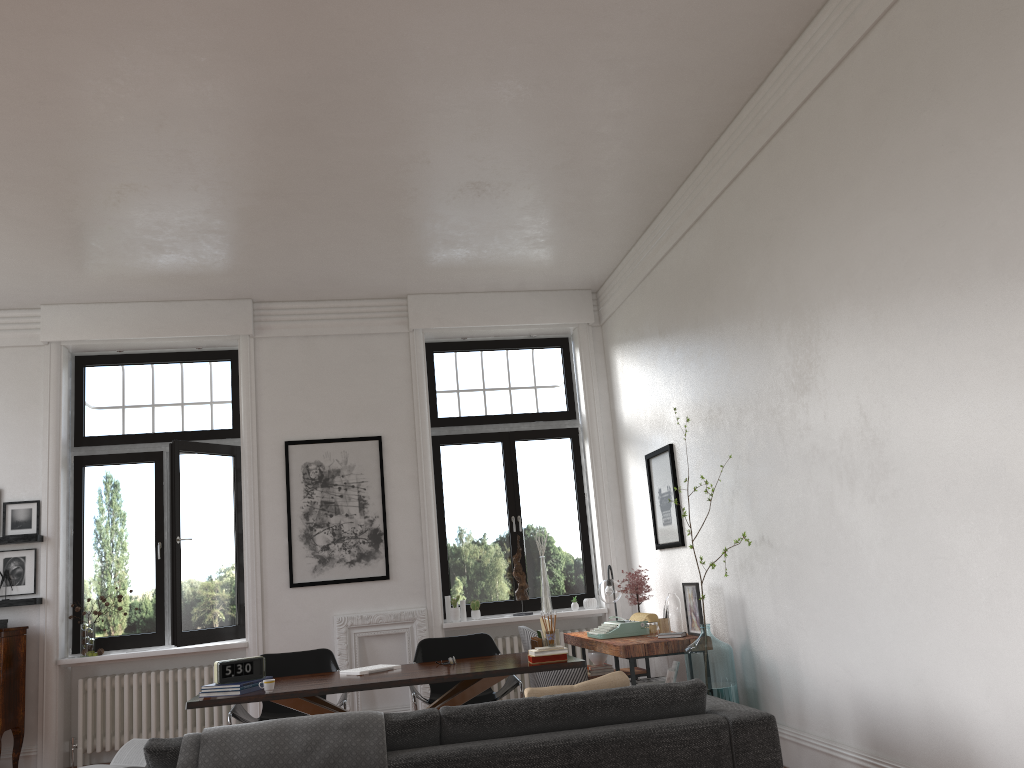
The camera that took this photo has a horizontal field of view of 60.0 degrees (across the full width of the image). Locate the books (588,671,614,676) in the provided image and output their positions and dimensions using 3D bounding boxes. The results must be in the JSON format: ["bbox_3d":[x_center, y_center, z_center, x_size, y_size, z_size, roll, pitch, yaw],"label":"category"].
[{"bbox_3d":[0.730,2.429,7.475,0.209,0.024,0.248,-3,-12,-11],"label":"books"}]

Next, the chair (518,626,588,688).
[{"bbox_3d":[0.361,2.280,6.748,0.547,0.896,0.719,-1,-12,-17],"label":"chair"}]

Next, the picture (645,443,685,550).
[{"bbox_3d":[1.259,0.942,7.308,0.050,0.812,0.637,-3,-12,-10],"label":"picture"}]

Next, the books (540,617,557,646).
[{"bbox_3d":[0.239,1.625,5.699,0.043,0.238,0.311,-3,-12,-10],"label":"books"}]

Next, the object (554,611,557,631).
[{"bbox_3d":[0.260,1.486,5.418,0.044,0.193,0.008,-9,-12,20],"label":"object"}]

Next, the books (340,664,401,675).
[{"bbox_3d":[-0.903,1.828,5.669,0.326,0.026,0.231,7,-17,-44],"label":"books"}]

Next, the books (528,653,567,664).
[{"bbox_3d":[0.213,1.647,5.341,0.215,0.039,0.160,-3,-12,-8],"label":"books"}]

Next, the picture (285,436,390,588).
[{"bbox_3d":[-1.598,1.151,8.091,0.882,1.318,0.035,-3,-11,-10],"label":"picture"}]

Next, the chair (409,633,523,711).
[{"bbox_3d":[-0.341,2.240,6.254,0.752,0.869,0.749,-3,-12,-10],"label":"chair"}]

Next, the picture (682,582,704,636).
[{"bbox_3d":[1.295,1.606,6.331,0.023,0.368,0.284,-3,-12,-10],"label":"picture"}]

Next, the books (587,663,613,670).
[{"bbox_3d":[0.727,2.386,7.484,0.190,0.022,0.240,-3,-12,-11],"label":"books"}]

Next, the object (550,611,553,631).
[{"bbox_3d":[0.243,1.483,5.400,0.008,0.194,0.037,-5,-11,2],"label":"object"}]

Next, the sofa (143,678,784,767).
[{"bbox_3d":[-0.316,1.780,3.844,2.644,0.825,1.267,-3,-12,-10],"label":"sofa"}]

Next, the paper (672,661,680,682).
[{"bbox_3d":[1.019,2.177,5.897,0.294,0.623,0.048,-1,-12,-17],"label":"paper"}]

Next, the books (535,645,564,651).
[{"bbox_3d":[0.226,1.598,5.370,0.159,0.008,0.129,-3,-12,-9],"label":"books"}]

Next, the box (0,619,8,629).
[{"bbox_3d":[-4.287,1.961,7.206,0.282,0.086,0.209,-3,-12,-10],"label":"box"}]

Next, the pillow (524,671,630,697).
[{"bbox_3d":[0.293,1.496,3.839,0.486,0.458,0.226,-3,-12,-11],"label":"pillow"}]

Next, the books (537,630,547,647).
[{"bbox_3d":[0.196,1.664,5.704,0.041,0.156,0.129,-3,-12,-10],"label":"books"}]

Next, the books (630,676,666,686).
[{"bbox_3d":[0.958,2.084,6.185,0.308,0.038,0.226,-3,-12,-10],"label":"books"}]

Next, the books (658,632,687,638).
[{"bbox_3d":[1.132,1.801,6.359,0.214,0.031,0.129,-11,-14,26],"label":"books"}]

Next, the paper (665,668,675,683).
[{"bbox_3d":[0.969,2.138,5.703,0.047,0.607,0.331,1,-13,-30],"label":"paper"}]

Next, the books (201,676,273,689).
[{"bbox_3d":[-1.580,1.721,5.109,0.250,0.017,0.345,-8,-13,14],"label":"books"}]

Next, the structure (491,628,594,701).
[{"bbox_3d":[0.154,2.745,8.301,1.453,0.775,0.226,-3,-11,-10],"label":"structure"}]

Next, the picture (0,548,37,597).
[{"bbox_3d":[-4.232,1.604,7.535,0.343,0.383,0.020,-3,-11,-10],"label":"picture"}]

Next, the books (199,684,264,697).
[{"bbox_3d":[-1.587,1.762,5.113,0.264,0.027,0.348,-8,-13,14],"label":"books"}]

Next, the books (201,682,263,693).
[{"bbox_3d":[-1.579,1.737,5.106,0.250,0.017,0.345,-8,-13,14],"label":"books"}]

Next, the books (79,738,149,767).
[{"bbox_3d":[-1.510,1.464,3.478,0.225,0.095,0.279,-12,-14,31],"label":"books"}]

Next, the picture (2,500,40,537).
[{"bbox_3d":[-4.222,1.161,7.628,0.289,0.302,0.020,-3,-11,-10],"label":"picture"}]

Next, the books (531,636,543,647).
[{"bbox_3d":[0.160,1.679,5.650,0.028,0.124,0.222,-3,-12,-10],"label":"books"}]

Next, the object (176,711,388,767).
[{"bbox_3d":[-0.846,1.466,3.314,0.752,0.386,0.402,-3,-12,-10],"label":"object"}]

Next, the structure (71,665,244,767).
[{"bbox_3d":[-3.062,2.895,7.719,1.453,0.775,0.226,-3,-11,-10],"label":"structure"}]

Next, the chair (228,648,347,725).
[{"bbox_3d":[-1.496,2.294,6.046,0.752,0.869,0.749,-3,-12,-10],"label":"chair"}]

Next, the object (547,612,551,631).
[{"bbox_3d":[0.230,1.485,5.397,0.008,0.192,0.049,-8,-11,13],"label":"object"}]

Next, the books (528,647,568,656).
[{"bbox_3d":[0.218,1.615,5.354,0.207,0.028,0.165,-2,-12,-12],"label":"books"}]

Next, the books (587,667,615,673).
[{"bbox_3d":[0.728,2.407,7.478,0.209,0.023,0.252,-3,-12,-11],"label":"books"}]
